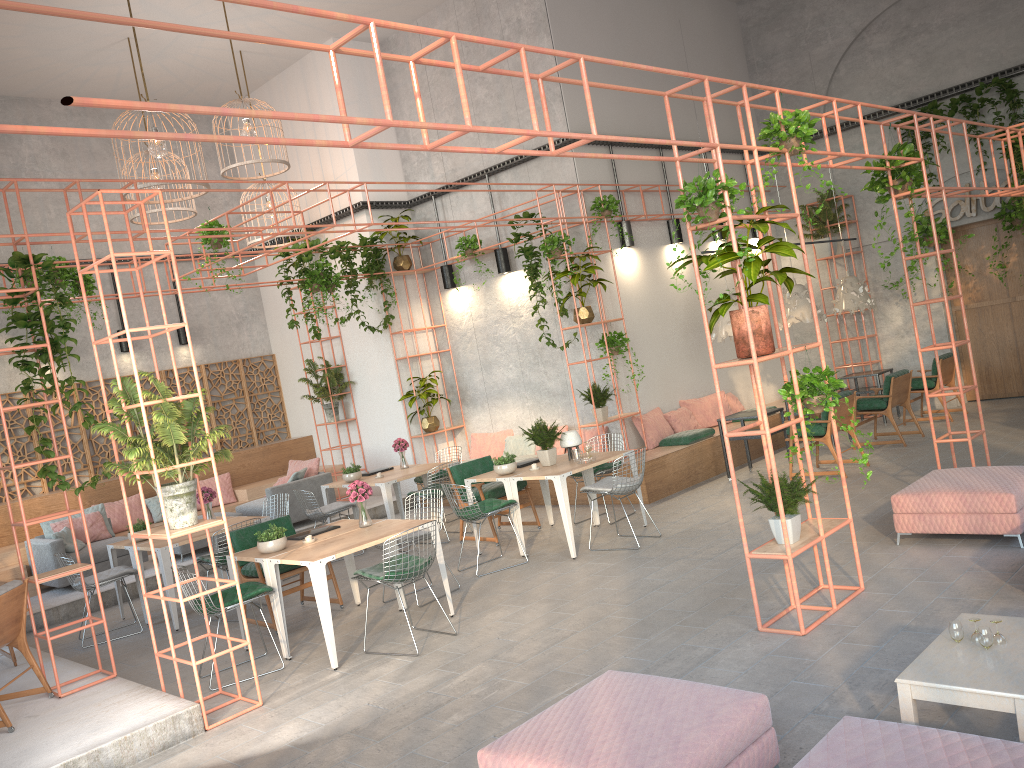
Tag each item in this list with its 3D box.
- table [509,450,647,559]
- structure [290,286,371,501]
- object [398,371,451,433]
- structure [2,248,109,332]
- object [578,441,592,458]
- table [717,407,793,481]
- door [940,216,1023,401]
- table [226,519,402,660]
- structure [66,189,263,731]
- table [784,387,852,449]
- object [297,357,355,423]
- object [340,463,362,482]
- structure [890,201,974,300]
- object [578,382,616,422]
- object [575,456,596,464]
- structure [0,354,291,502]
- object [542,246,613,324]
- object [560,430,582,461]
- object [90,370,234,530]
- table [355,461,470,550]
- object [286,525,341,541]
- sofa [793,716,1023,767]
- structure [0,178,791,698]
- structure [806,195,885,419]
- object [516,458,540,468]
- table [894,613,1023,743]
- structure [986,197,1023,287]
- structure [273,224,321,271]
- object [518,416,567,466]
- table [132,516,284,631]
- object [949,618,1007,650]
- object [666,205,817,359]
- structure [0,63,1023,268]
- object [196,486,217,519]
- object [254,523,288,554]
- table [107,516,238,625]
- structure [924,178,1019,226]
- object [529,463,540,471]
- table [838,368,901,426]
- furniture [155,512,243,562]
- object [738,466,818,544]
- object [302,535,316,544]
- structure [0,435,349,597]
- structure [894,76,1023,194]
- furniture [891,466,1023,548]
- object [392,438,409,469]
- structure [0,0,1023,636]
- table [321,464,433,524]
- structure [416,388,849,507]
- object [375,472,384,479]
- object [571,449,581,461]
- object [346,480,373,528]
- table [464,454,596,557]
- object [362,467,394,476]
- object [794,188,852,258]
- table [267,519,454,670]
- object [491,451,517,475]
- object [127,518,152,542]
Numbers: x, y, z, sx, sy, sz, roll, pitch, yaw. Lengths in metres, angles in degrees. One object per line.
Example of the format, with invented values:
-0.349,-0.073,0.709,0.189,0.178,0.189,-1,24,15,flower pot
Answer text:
0.705,1.230,9.201,0.694,0.830,1.214,-9,3,45,table
-3.001,0.128,14.634,0.624,3.596,0.424,-9,3,45,structure
-1.368,0.292,13.688,0.903,0.919,0.934,-10,2,17,object
-6.618,-1.339,12.766,0.670,1.290,1.434,-9,3,45,structure
0.800,0.703,9.471,0.165,0.154,0.210,-9,2,35,object
3.053,0.762,11.136,0.635,0.798,0.602,-9,3,45,table
7.623,-1.184,13.750,1.360,2.729,0.551,-9,3,45,door
-1.699,1.739,7.719,0.694,0.830,1.205,-9,3,45,table
-2.405,0.515,6.135,0.624,3.602,0.424,-9,3,45,structure
4.270,0.494,12.372,0.635,0.798,0.602,-9,3,45,table
-3.032,0.081,14.514,0.900,1.097,0.894,-11,2,-16,object
-2.047,1.121,11.309,0.248,0.247,0.254,-9,3,45,object
6.449,-2.064,13.770,0.950,1.527,0.921,-11,2,-11,structure
1.085,0.218,11.336,0.438,0.527,0.368,-9,3,45,object
0.756,0.779,9.065,0.218,0.041,0.218,-12,2,-36,object
-7.025,1.128,13.204,0.132,2.103,9.782,-9,3,45,structure
0.833,-1.223,11.155,0.903,0.947,0.934,-10,2,7,object
0.639,0.660,9.507,0.241,0.313,0.241,-10,2,0,object
-2.374,0.441,6.077,0.900,1.100,0.894,-11,2,-16,object
-1.263,1.526,11.202,0.694,0.830,1.214,-9,3,45,table
-1.765,1.322,7.854,0.268,0.031,0.427,-9,3,45,object
2.028,1.298,2.906,2.219,0.672,1.960,-12,3,-45,sofa
-0.226,-0.698,12.572,4.501,4.345,14.096,-9,3,44,structure
5.489,-1.233,14.484,0.630,3.597,0.430,-9,3,45,structure
0.148,0.874,9.826,0.268,0.031,0.427,-9,3,45,object
2.106,1.365,3.825,0.520,0.455,0.916,-9,3,45,table
7.403,-2.189,12.864,0.950,1.527,0.921,-9,3,44,structure
-3.478,-2.162,14.405,0.903,0.803,0.934,-10,2,17,structure
0.328,0.603,9.363,0.438,0.527,0.368,-9,3,45,object
-3.161,1.944,9.277,0.694,0.830,1.214,-9,3,45,table
2.051,1.118,3.904,0.156,0.145,0.199,-12,2,-30,object
1.487,-0.643,5.703,0.924,0.946,0.923,-10,2,11,object
-0.350,-2.919,9.550,15.603,0.110,15.203,-9,3,45,structure
-3.352,1.331,9.762,0.213,0.414,0.225,-9,2,38,object
-1.990,1.273,7.336,0.247,0.247,0.252,-9,3,45,object
-3.648,2.018,9.767,0.694,0.830,1.205,-9,3,45,table
6.797,-2.731,13.207,1.312,0.505,0.063,-9,3,45,structure
0.232,0.859,9.232,0.115,0.078,0.115,-12,2,-39,object
5.486,0.226,13.608,0.635,0.798,0.602,-9,3,45,table
-4.299,2.060,12.137,0.941,0.446,0.975,-9,3,45,furniture
1.767,0.792,5.865,0.438,0.527,0.368,-9,3,45,object
-1.706,1.302,7.444,0.115,0.073,0.115,-9,3,39,object
-5.876,2.030,11.845,3.396,1.111,9.152,-9,3,45,structure
6.574,-3.539,13.099,1.939,1.514,0.856,-9,2,39,structure
3.704,0.953,7.125,0.941,0.446,0.976,-9,3,45,furniture
-1.452,0.913,11.692,0.213,0.414,0.225,-9,2,38,object
4.036,-0.699,6.117,4.157,4.247,14.689,-9,3,45,structure
-1.752,1.600,11.693,0.694,0.830,1.205,-9,3,45,table
2.095,0.982,14.244,4.386,0.500,5.831,-9,3,45,structure
-1.674,1.146,11.171,0.115,0.078,0.115,-12,2,-39,object
0.679,0.745,9.296,0.095,0.119,0.095,-11,2,-21,object
-1.306,1.035,7.684,0.213,0.414,0.225,-9,2,38,object
0.217,1.304,9.692,0.694,0.830,1.205,-9,3,45,table
-1.820,1.171,11.828,0.268,0.031,0.427,-9,3,45,object
5.075,-2.612,14.448,0.894,1.101,0.900,-10,2,14,object
-1.210,1.665,7.228,0.694,0.830,1.214,-9,3,45,table
-0.078,0.825,9.307,0.248,0.247,0.254,-9,3,45,object
-3.942,1.539,9.383,0.247,0.247,0.252,-9,3,45,object
